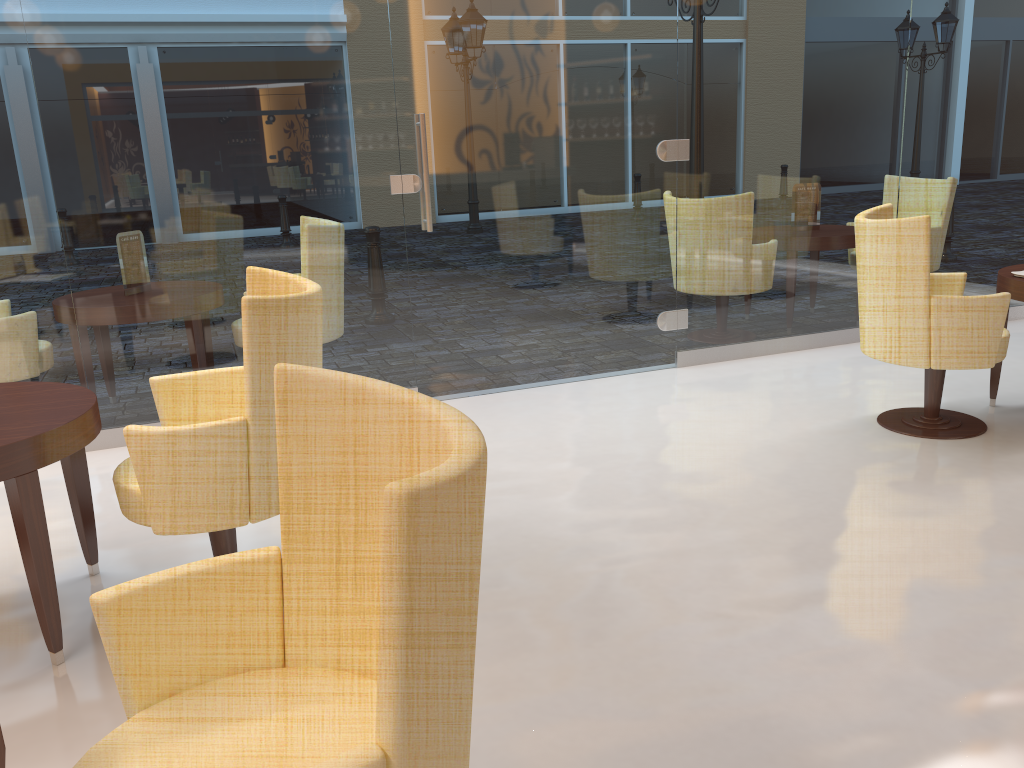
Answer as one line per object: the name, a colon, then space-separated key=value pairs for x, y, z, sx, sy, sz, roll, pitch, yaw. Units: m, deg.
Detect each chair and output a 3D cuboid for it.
chair: x=1.932 y=-0.301 z=4.116 sx=0.685 sy=1.017 sz=0.729 roll=1 pitch=16 yaw=12
chair: x=-0.902 y=0.186 z=2.804 sx=0.685 sy=1.017 sz=0.729 roll=-7 pitch=16 yaw=-16
chair: x=-0.366 y=0.546 z=1.384 sx=0.685 sy=1.017 sz=0.729 roll=-9 pitch=16 yaw=-22

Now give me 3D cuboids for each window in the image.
window: x=0.166 y=-1.683 z=4.764 sx=8.200 sy=3.380 sz=0.040 roll=-8 pitch=16 yaw=-19

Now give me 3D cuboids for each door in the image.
door: x=0.189 y=-1.201 z=4.894 sx=1.640 sy=2.499 sz=0.020 roll=-8 pitch=16 yaw=-19

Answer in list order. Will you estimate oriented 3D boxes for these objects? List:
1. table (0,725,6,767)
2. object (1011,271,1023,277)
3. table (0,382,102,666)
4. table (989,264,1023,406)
table: x=-1.076 y=0.831 z=1.104 sx=0.872 sy=0.679 sz=0.874 roll=2 pitch=16 yaw=16
object: x=2.410 y=-0.530 z=4.096 sx=0.153 sy=0.069 sz=0.153 roll=-8 pitch=16 yaw=-18
table: x=-1.665 y=0.435 z=2.663 sx=0.872 sy=0.679 sz=0.874 roll=5 pitch=17 yaw=26
table: x=2.751 y=-0.179 z=4.175 sx=0.872 sy=0.679 sz=0.874 roll=5 pitch=17 yaw=26
